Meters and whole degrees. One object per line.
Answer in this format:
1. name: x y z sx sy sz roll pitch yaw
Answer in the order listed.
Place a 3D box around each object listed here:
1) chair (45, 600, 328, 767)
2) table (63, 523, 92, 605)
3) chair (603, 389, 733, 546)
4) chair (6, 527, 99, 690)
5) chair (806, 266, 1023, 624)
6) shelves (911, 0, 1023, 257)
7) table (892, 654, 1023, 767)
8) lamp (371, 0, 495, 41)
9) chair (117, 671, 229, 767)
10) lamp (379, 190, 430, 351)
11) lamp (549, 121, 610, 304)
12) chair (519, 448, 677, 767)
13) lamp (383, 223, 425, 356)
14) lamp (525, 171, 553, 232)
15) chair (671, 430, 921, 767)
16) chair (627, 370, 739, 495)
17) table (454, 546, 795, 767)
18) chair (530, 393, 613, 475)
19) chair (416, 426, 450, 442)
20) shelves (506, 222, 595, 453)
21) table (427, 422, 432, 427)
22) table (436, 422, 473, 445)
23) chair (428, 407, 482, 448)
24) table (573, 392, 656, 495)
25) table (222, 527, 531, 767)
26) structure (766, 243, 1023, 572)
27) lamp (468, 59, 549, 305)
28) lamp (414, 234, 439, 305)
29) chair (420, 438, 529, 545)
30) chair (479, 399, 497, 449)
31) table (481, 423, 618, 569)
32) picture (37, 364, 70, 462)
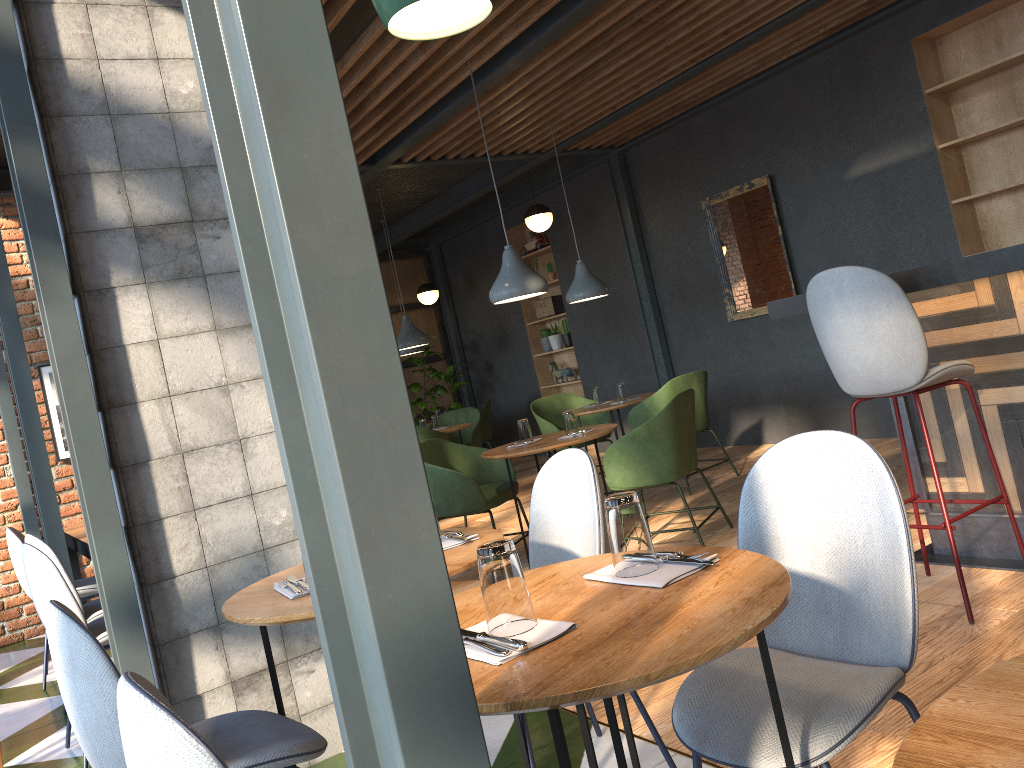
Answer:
1. chair: -0.681 0.844 1.981 0.510 0.888 0.416 -12 -1 -31
2. table: -1.810 1.098 4.594 0.661 0.766 2.758 -12 1 -32
3. chair: 0.800 0.481 4.823 0.512 0.819 0.641 -13 0 28
4. chair: -2.506 1.182 5.034 0.509 0.888 0.416 -12 -1 -26
5. chair: 1.436 0.159 3.195 0.510 1.244 0.416 -12 -1 -32
6. shelves: 3.313 -1.063 5.650 0.286 2.709 0.831 -12 -1 -32
7. table: 0.707 0.637 0.588 0.697 0.748 0.701 -13 0 14
8. lamp: -0.340 -1.596 1.500 0.225 2.024 0.222 -12 -2 -29
9. chair: -0.189 0.752 1.217 0.510 0.888 0.416 -12 -1 -31
10. lamp: -1.449 -2.545 8.592 0.353 4.495 0.352 -13 -1 3
11. lamp: 0.113 -2.858 7.022 0.353 4.495 0.352 -13 -1 3
12. chair: 0.072 0.665 2.431 0.509 0.888 0.416 -12 -1 -26
13. lamp: -1.653 -2.538 10.245 0.353 4.495 0.352 -13 -1 3
14. lamp: -0.129 -3.308 8.520 0.267 3.798 0.269 -13 -2 30
15. chair: 0.558 0.573 1.695 0.510 0.888 0.416 -12 -1 -36
16. chair: 1.207 0.350 6.508 0.641 0.819 0.512 -12 -1 -37
17. table: 0.181 0.735 1.443 0.698 0.748 0.700 -13 0 10
18. chair: 0.539 0.478 7.447 0.641 0.819 0.512 -12 -1 -32
19. chair: -0.845 0.774 8.048 0.637 0.819 0.516 -13 -1 13
20. shelves: 0.542 -0.548 10.164 0.286 2.709 0.831 -12 -1 -32
21. table: -0.921 0.809 10.152 0.811 0.688 0.803 -13 0 -32
22. table: -0.696 0.797 8.520 0.806 0.688 0.808 -13 0 9
23. chair: -0.555 0.686 9.037 0.636 0.819 0.516 -13 -1 18
24. table: 0.865 0.484 6.928 0.805 0.688 0.809 -13 0 17
25. table: -0.281 0.821 2.196 0.702 0.748 0.696 -13 0 -22
26. structure: 3.629 -0.391 2.335 2.930 1.397 4.895 -13 1 -32
27. lamp: -0.442 -2.691 5.213 0.353 4.495 0.352 -13 -1 3
28. lamp: -1.424 -2.831 10.976 0.268 3.798 0.268 -13 -1 11
29. chair: -0.239 0.703 5.292 0.513 0.819 0.640 -13 0 23
30. chair: -0.411 0.628 10.120 0.514 0.819 0.638 -13 0 5
31. table: 0.290 0.656 5.109 0.807 0.688 0.807 -13 0 -2
32. picture: -2.791 0.149 5.769 0.432 0.632 0.015 -12 -1 -32
